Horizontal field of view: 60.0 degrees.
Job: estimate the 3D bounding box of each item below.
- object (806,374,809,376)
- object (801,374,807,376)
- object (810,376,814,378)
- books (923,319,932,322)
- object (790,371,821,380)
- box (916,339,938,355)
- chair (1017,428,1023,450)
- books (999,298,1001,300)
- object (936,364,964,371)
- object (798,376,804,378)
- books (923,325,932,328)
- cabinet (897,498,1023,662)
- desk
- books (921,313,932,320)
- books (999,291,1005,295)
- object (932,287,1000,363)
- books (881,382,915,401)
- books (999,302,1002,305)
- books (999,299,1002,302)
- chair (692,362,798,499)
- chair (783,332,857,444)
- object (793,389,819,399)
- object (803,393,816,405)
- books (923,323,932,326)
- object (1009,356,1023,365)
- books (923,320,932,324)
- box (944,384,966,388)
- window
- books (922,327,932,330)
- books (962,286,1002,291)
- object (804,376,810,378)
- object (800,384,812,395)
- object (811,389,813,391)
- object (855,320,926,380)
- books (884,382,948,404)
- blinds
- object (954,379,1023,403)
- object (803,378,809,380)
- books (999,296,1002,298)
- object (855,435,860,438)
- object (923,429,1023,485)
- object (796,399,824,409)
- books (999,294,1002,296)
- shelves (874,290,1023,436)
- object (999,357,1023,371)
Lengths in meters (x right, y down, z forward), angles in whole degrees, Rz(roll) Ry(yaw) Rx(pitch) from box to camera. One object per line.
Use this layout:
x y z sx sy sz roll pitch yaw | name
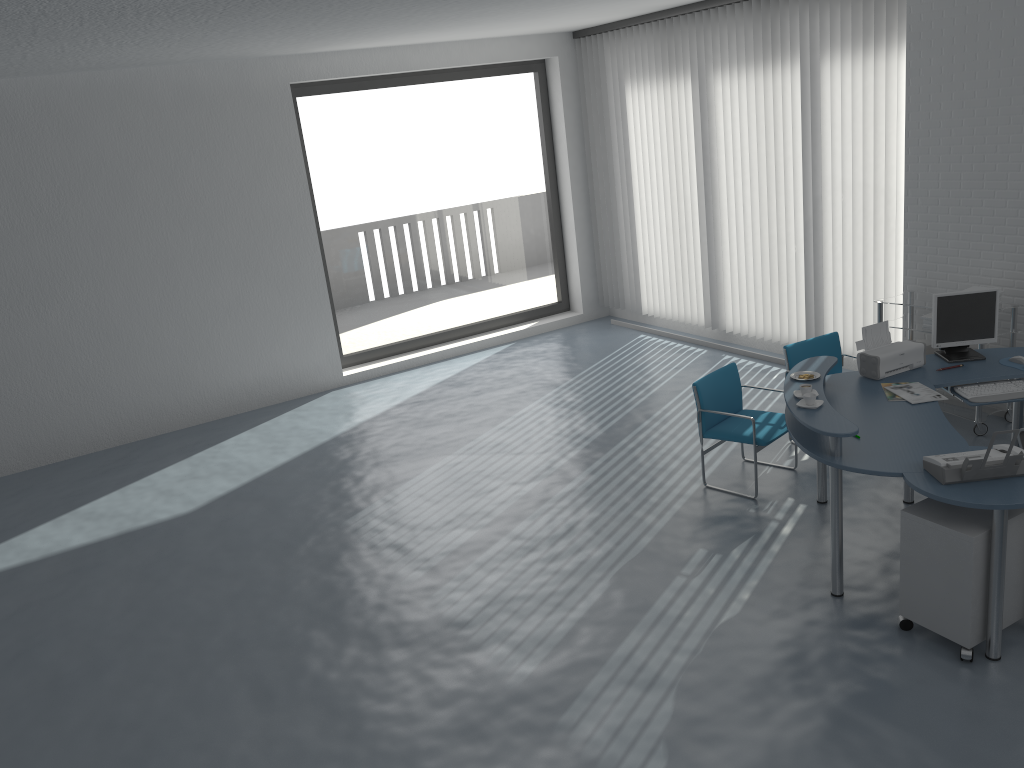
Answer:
1.635 -0.050 4.921 0.025 0.005 0.027 -3 18 12 | object
1.618 -0.048 4.905 0.027 0.005 0.025 -15 19 -23 | object
1.645 -0.036 4.872 0.025 0.005 0.027 2 20 27 | object
3.075 -0.472 6.258 0.270 0.015 0.190 -16 19 -26 | books
1.620 -0.042 4.896 0.162 0.011 0.162 -3 18 13 | object
2.977 -0.249 6.481 0.234 0.090 0.139 -15 19 -23 | box
2.909 0.384 4.478 0.584 0.948 0.652 -14 19 -22 | chair
3.149 -0.564 6.027 0.270 0.015 0.190 -16 19 -26 | books
2.552 -0.095 5.168 0.178 0.013 0.013 -10 18 -10 | object
1.595 -0.039 4.886 0.027 0.005 0.025 7 22 39 | object
3.073 -0.430 6.274 0.270 0.015 0.190 -18 20 -31 | books
2.073 0.822 3.996 0.559 0.605 0.383 -16 19 -25 | cabinet
2.225 0.392 4.807 1.402 0.900 2.282 5 21 35 | desk
3.052 -0.486 6.261 0.270 0.015 0.190 -17 20 -30 | books
3.164 -0.606 6.003 0.270 0.015 0.190 -16 19 -27 | books
2.676 -0.361 5.290 0.365 0.417 0.212 -6 17 5 | object
2.167 0.041 4.903 0.200 0.005 0.300 -2 18 15 | books
3.159 -0.535 6.030 0.270 0.015 0.190 -16 19 -27 | books
3.158 -0.549 6.026 0.270 0.015 0.190 -17 20 -30 | books
1.524 0.287 5.751 0.543 0.707 0.542 10 24 44 | chair
2.251 0.063 6.176 0.542 0.707 0.543 -15 19 -23 | chair
1.533 0.055 4.623 0.119 0.016 0.119 -4 17 9 | object
1.511 0.078 4.478 0.078 0.049 0.062 -9 17 -7 | object
3.078 -0.443 6.265 0.270 0.015 0.190 -16 19 -27 | books
2.933 -0.143 5.123 0.054 0.035 0.115 -13 18 -18 | object
3.071 -0.456 6.258 0.270 0.015 0.190 -17 20 -28 | books
3.139 -0.084 6.267 0.347 0.133 0.207 -16 19 -27 | box
-0.781 -1.861 9.604 2.824 2.691 0.008 -16 19 -27 | window
3.074 -0.416 6.279 0.270 0.015 0.190 -17 20 -28 | books
3.149 -0.620 6.003 0.270 0.015 0.190 -18 20 -32 | books
1.622 -0.038 4.872 0.027 0.005 0.025 -20 21 -35 | object
1.536 0.030 4.621 0.078 0.049 0.062 -20 22 -36 | object
1.579 0.020 4.700 0.025 0.021 0.119 -1 18 18 | object
2.221 -0.208 5.224 0.392 0.273 0.197 -14 19 -22 | object
2.208 0.050 4.853 0.200 0.010 0.300 -8 17 -4 | books
1.934 -1.936 8.351 0.158 2.955 4.001 -16 19 -27 | blinds
2.724 0.029 4.911 0.478 0.028 0.276 -6 17 2 | object
1.613 -0.030 4.864 0.025 0.005 0.027 -21 22 -37 | object
3.153 -0.579 6.024 0.270 0.015 0.190 -16 19 -27 | books
1.689 0.237 4.459 0.011 0.010 0.200 -10 18 -10 | object
2.026 0.258 3.802 0.405 0.280 0.399 -7 17 2 | object
1.507 0.102 4.484 0.119 0.016 0.119 7 22 38 | object
3.145 -0.591 6.015 0.270 0.015 0.190 -15 19 -25 | books
3.094 -0.172 6.353 0.441 0.848 0.896 -16 19 -26 | shelves
2.953 -0.129 5.098 0.213 0.026 0.285 -12 18 -15 | object
